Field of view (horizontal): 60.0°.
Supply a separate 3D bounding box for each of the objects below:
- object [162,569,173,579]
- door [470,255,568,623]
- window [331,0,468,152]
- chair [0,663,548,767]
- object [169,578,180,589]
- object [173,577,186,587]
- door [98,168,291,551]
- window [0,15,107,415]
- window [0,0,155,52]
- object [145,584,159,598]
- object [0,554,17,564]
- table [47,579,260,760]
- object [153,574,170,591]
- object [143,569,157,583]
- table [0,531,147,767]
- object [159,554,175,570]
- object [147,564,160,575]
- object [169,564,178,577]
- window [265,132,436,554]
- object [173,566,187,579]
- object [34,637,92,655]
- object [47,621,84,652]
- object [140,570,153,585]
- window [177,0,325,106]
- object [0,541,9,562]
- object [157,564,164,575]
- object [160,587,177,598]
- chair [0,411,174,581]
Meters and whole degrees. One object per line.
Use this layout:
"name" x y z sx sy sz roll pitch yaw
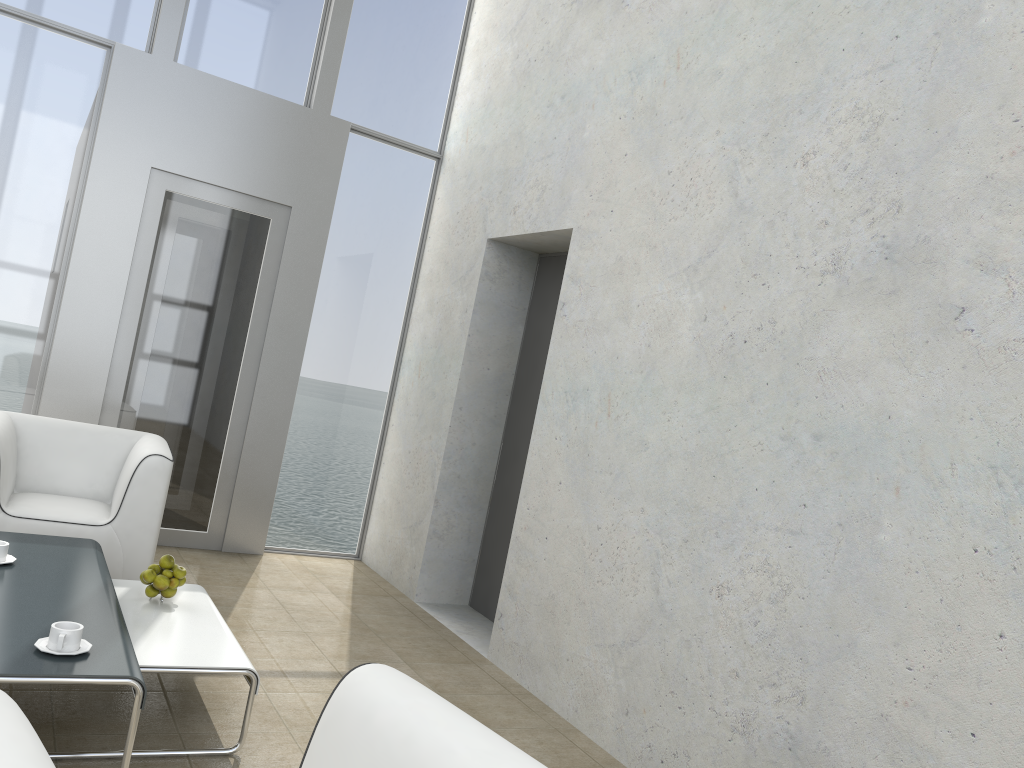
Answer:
"object" -1.242 0.687 3.202 0.040 0.038 0.040 11 -1 32
"door" 0.183 0.317 4.818 0.040 2.080 0.864 12 -1 -29
"window" -0.519 -3.037 5.688 0.742 2.947 0.010 12 -1 -29
"chair" -0.381 0.815 1.229 0.829 0.635 0.720 12 -1 -39
"object" -1.217 0.718 3.189 0.039 0.040 0.040 12 -1 -38
"object" -1.213 0.716 3.233 0.047 0.045 0.047 12 -1 -25
"door" -1.879 -0.105 5.127 0.804 2.102 0.030 12 -1 -29
"window" -2.720 -0.585 4.712 0.556 2.646 0.010 12 -1 -29
"window" -2.079 -3.362 4.793 0.742 2.947 0.010 12 -1 -29
"object" -1.293 0.743 3.186 0.048 0.048 0.048 12 -1 -18
"object" -1.694 0.572 2.893 0.130 0.014 0.136 12 -1 -14
"table" -1.411 0.892 2.907 0.929 0.276 0.901 12 -1 -29
"object" -1.252 0.709 3.168 0.058 0.058 0.058 11 -1 28
"object" -1.290 0.683 3.157 0.047 0.048 0.047 11 -1 23
"table" -1.510 0.812 2.701 0.532 0.390 1.420 12 -1 -29
"object" -1.254 0.648 3.225 0.055 0.056 0.055 12 -1 -29
"object" -1.292 0.671 3.200 0.044 0.043 0.040 12 -1 -15
"object" -1.245 0.687 3.258 0.055 0.054 0.050 11 -1 30
"window" -1.022 -0.231 5.685 0.605 2.646 0.010 12 -1 -29
"object" -1.202 0.683 3.207 0.047 0.045 0.047 12 -1 -29
"object" -1.149 0.674 2.271 0.130 0.014 0.136 12 -1 -14
"object" -1.146 0.647 2.264 0.075 0.057 0.090 11 -1 19
"object" -1.319 0.700 3.213 0.053 0.055 0.054 11 -1 25
"window" -1.299 -3.200 5.241 0.742 2.947 0.010 12 -1 -29
"object" -1.691 0.545 2.886 0.075 0.057 0.090 11 -1 19
"object" -1.301 0.689 3.257 0.054 0.048 0.055 12 -1 -36
"object" -1.247 0.748 3.218 0.059 0.056 0.061 11 -1 16
"chair" -2.042 0.516 4.033 0.829 0.635 0.720 12 -1 -24
